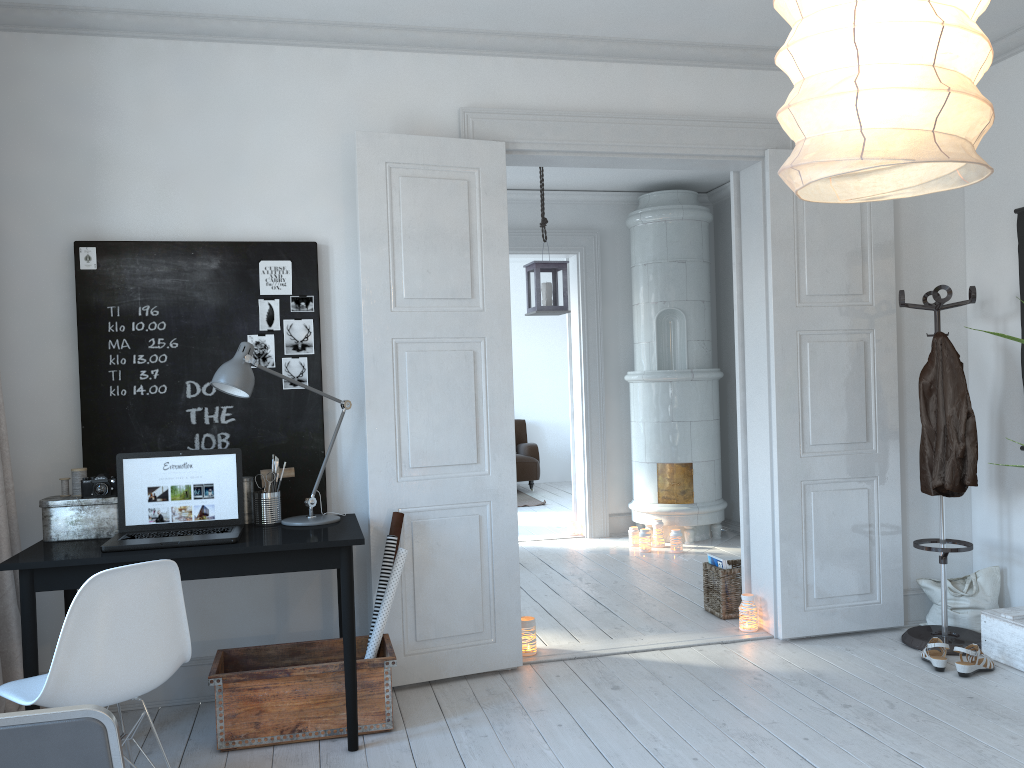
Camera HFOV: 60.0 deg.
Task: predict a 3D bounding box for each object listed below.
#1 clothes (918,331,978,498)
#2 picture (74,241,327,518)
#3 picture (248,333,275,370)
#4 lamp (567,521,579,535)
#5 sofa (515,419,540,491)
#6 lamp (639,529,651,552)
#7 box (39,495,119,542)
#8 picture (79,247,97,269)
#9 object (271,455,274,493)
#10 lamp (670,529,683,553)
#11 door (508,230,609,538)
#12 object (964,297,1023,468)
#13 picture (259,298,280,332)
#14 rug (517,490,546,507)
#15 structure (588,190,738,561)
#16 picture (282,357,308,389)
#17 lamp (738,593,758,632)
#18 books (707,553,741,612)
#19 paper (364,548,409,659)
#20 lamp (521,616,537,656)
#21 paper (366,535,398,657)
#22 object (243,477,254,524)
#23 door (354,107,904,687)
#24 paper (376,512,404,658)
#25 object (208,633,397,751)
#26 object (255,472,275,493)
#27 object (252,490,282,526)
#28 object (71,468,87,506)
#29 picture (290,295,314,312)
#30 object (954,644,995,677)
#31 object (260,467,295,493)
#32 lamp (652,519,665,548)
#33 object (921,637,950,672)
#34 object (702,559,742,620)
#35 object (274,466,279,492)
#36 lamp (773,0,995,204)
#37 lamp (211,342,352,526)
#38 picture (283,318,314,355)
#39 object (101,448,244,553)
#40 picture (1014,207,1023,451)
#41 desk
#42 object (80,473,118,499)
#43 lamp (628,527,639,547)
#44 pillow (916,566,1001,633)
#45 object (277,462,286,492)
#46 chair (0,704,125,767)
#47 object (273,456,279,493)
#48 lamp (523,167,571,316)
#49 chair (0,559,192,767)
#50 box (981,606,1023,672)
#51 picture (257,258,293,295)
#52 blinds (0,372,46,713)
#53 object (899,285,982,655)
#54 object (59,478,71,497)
[{"bbox_3d":[1.988,0.143,4.053,0.237,0.770,0.211,-2,1,20],"label":"clothes"},{"bbox_3d":[-1.275,-0.002,3.682,0.953,1.172,0.064,-2,1,-13],"label":"picture"},{"bbox_3d":[-1.046,-0.136,3.701,0.107,0.150,0.001,-2,1,-13],"label":"picture"},{"bbox_3d":[0.506,1.197,7.355,0.093,0.110,0.093,-2,1,4],"label":"lamp"},{"bbox_3d":[-0.793,0.879,10.505,2.165,0.825,0.968,-2,0,-13],"label":"sofa"},{"bbox_3d":[0.988,1.161,6.583,0.089,0.166,0.089,-2,1,-11],"label":"lamp"},{"bbox_3d":[-1.599,0.499,3.354,0.317,0.152,0.193,-2,0,-13],"label":"box"},{"bbox_3d":[-1.697,-0.503,3.549,0.061,0.088,0.004,-2,1,-16],"label":"picture"},{"bbox_3d":[-0.955,0.417,3.533,0.008,0.267,0.060,-2,1,4],"label":"object"},{"bbox_3d":[1.209,1.154,6.517,0.089,0.166,0.089,-2,1,-14],"label":"lamp"},{"bbox_3d":[-0.091,0.031,7.191,2.598,2.506,0.577,-2,1,-13],"label":"door"},{"bbox_3d":[2.216,0.429,3.199,1.044,1.554,0.288,-2,1,17],"label":"object"},{"bbox_3d":[-1.014,-0.289,3.708,0.083,0.146,0.002,-2,1,-13],"label":"picture"},{"bbox_3d":[-0.614,1.271,9.768,1.710,0.055,1.456,-2,0,-12],"label":"rug"},{"bbox_3d":[1.179,-0.091,6.925,0.800,2.828,1.247,-1,1,32],"label":"structure"},{"bbox_3d":[-0.913,-0.047,3.733,0.103,0.136,0.001,-2,1,-13],"label":"picture"},{"bbox_3d":[1.179,1.142,4.426,0.093,0.180,0.093,-2,1,-30],"label":"lamp"},{"bbox_3d":[1.194,1.075,4.804,0.201,0.300,0.179,-2,1,-13],"label":"books"},{"bbox_3d":[-0.522,0.965,3.461,0.283,0.627,0.041,-3,1,-35],"label":"paper"},{"bbox_3d":[0.069,1.183,4.159,0.089,0.166,0.089,-2,1,-20],"label":"lamp"},{"bbox_3d":[-0.536,0.948,3.518,0.043,0.669,0.266,-1,1,32],"label":"paper"},{"bbox_3d":[-1.074,0.470,3.564,0.079,0.188,0.079,-3,1,-34],"label":"object"},{"bbox_3d":[0.586,0.009,4.253,2.598,2.506,0.577,-2,1,-13],"label":"door"},{"bbox_3d":[-0.527,0.905,3.591,0.048,0.747,0.297,-1,1,32],"label":"paper"},{"bbox_3d":[-0.783,1.165,3.372,0.664,0.282,0.339,-2,0,-13],"label":"object"},{"bbox_3d":[-0.984,0.451,3.522,0.081,0.198,0.050,-2,1,12],"label":"object"},{"bbox_3d":[-0.970,0.491,3.515,0.108,0.128,0.108,-2,1,2],"label":"object"},{"bbox_3d":[-1.631,0.386,3.320,0.056,0.130,0.167,-2,0,-14],"label":"object"},{"bbox_3d":[-0.884,-0.340,3.738,0.095,0.071,0.001,-2,1,-13],"label":"picture"},{"bbox_3d":[1.964,1.152,3.754,0.272,0.126,0.099,-2,1,-40],"label":"object"},{"bbox_3d":[-0.938,0.447,3.577,0.138,0.209,0.034,-2,1,-33],"label":"object"},{"bbox_3d":[1.112,1.135,6.748,0.098,0.210,0.098,-2,1,-8],"label":"lamp"},{"bbox_3d":[1.844,1.156,3.871,0.099,0.126,0.272,-2,0,19],"label":"object"},{"bbox_3d":[1.208,1.107,4.807,0.270,0.265,0.224,-2,1,-13],"label":"object"},{"bbox_3d":[-0.944,0.441,3.526,0.009,0.222,0.082,-2,1,16],"label":"object"},{"bbox_3d":[0.603,-0.944,1.477,0.339,1.231,0.340,-2,1,18],"label":"lamp"},{"bbox_3d":[-0.880,0.195,3.464,0.616,0.716,0.230,-2,1,-42],"label":"lamp"},{"bbox_3d":[-0.898,-0.201,3.735,0.121,0.153,0.002,-2,1,-13],"label":"picture"},{"bbox_3d":[-1.207,0.406,3.178,0.445,0.315,0.325,-2,1,-13],"label":"object"},{"bbox_3d":[2.479,-0.344,3.788,0.057,1.313,0.793,-2,1,-13],"label":"picture"},{"bbox_3d":[-1.139,0.940,3.287,1.159,0.759,0.651,-2,1,-13],"label":"desk"},{"bbox_3d":[-1.524,0.377,3.275,0.137,0.087,0.073,-2,1,-13],"label":"object"},{"bbox_3d":[0.938,1.173,6.809,0.084,0.146,0.084,-2,1,-8],"label":"lamp"},{"bbox_3d":[2.211,1.048,4.365,0.317,0.314,0.273,-2,1,-12],"label":"pillow"},{"bbox_3d":[-0.932,0.432,3.523,0.084,0.240,0.009,-3,1,-36],"label":"object"},{"bbox_3d":[-0.879,0.912,1.613,0.562,0.798,0.524,-2,1,-13],"label":"chair"},{"bbox_3d":[-0.950,0.419,3.534,0.012,0.264,0.062,-1,1,29],"label":"object"},{"bbox_3d":[0.193,-1.317,5.527,0.228,1.762,0.228,-2,1,-16],"label":"lamp"},{"bbox_3d":[-1.210,0.909,2.615,0.554,0.824,0.474,-1,1,42],"label":"chair"},{"bbox_3d":[2.326,1.093,3.676,0.376,0.218,0.641,-2,0,-13],"label":"box"},{"bbox_3d":[-0.987,-0.450,3.712,0.147,0.154,0.004,-2,1,-13],"label":"picture"},{"bbox_3d":[-1.872,0.017,3.044,0.225,2.648,0.831,-2,1,-13],"label":"blinds"},{"bbox_3d":[1.997,0.383,4.129,0.374,1.659,0.374,-2,1,-5],"label":"object"},{"bbox_3d":[-1.699,0.392,3.372,0.040,0.069,0.040,-2,1,-25],"label":"object"}]
